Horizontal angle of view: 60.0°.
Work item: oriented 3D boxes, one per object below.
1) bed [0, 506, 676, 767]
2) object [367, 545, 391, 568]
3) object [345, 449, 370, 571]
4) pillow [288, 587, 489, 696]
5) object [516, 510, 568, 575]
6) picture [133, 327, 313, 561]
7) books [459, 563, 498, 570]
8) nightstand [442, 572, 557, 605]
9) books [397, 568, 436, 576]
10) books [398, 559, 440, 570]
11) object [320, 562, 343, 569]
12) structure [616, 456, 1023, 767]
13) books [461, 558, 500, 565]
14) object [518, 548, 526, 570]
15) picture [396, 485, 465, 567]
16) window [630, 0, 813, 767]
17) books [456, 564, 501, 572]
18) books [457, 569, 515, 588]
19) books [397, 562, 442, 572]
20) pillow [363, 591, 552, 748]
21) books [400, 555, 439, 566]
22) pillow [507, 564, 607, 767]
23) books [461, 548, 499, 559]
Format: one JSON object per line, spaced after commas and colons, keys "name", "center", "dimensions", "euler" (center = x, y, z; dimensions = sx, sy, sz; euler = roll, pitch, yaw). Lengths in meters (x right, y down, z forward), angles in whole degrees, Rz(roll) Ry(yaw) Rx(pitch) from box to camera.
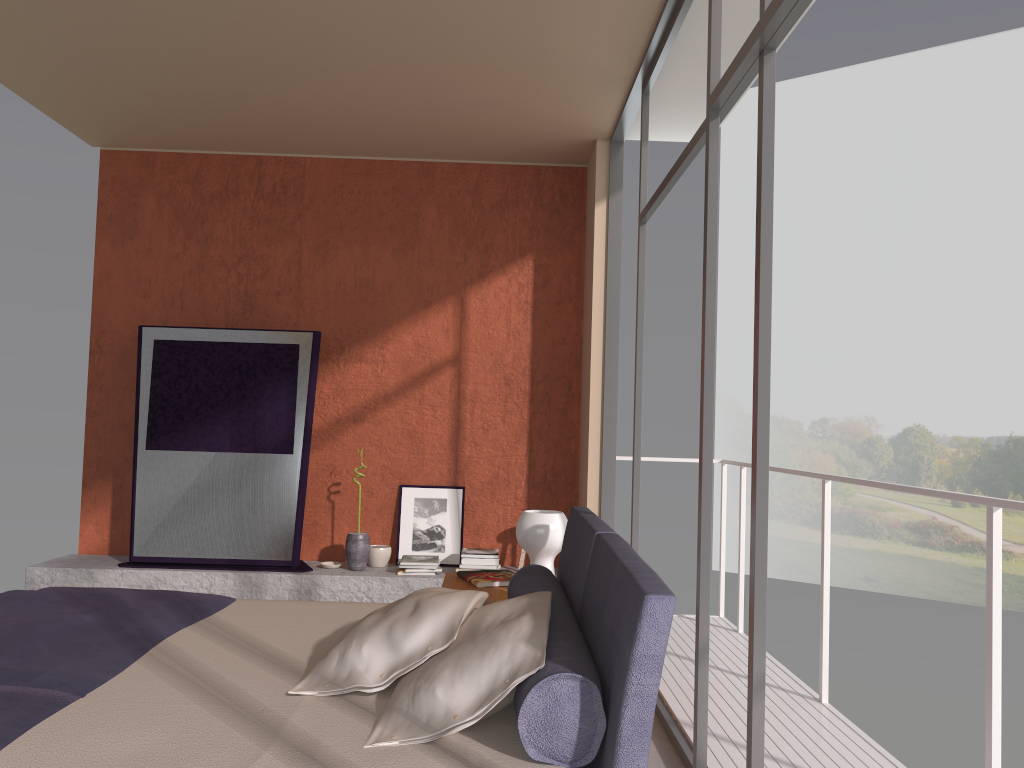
{"name": "bed", "center": [-0.941, 0.866, 2.511], "dimensions": [2.462, 0.959, 2.017], "euler": [2, -3, -1]}
{"name": "object", "center": [-0.918, 1.182, 6.075], "dimensions": [0.179, 0.137, 0.180], "euler": [1, -3, 12]}
{"name": "object", "center": [-1.020, 0.835, 5.920], "dimensions": [0.165, 0.810, 0.165], "euler": [1, -3, 22]}
{"name": "pillow", "center": [-0.290, 0.712, 2.603], "dimensions": [0.431, 0.264, 0.869], "euler": [1, -3, 7]}
{"name": "object", "center": [0.125, 0.697, 3.662], "dimensions": [0.224, 0.338, 0.224], "euler": [1, -3, 11]}
{"name": "picture", "center": [-1.914, 0.384, 5.833], "dimensions": [1.129, 1.496, 0.126], "euler": [2, -3, -1]}
{"name": "books", "center": [-0.214, 1.187, 5.877], "dimensions": [0.247, 0.027, 0.328], "euler": [2, -3, 1]}
{"name": "nightstand", "center": [-0.030, 1.151, 3.819], "dimensions": [0.562, 0.556, 0.628], "euler": [2, -3, -1]}
{"name": "books", "center": [-0.629, 1.238, 5.894], "dimensions": [0.247, 0.025, 0.287], "euler": [2, -3, -4]}
{"name": "books", "center": [-0.611, 1.193, 5.890], "dimensions": [0.247, 0.025, 0.287], "euler": [2, -3, 1]}
{"name": "object", "center": [-1.213, 1.224, 5.953], "dimensions": [0.152, 0.040, 0.152], "euler": [0, -3, 34]}
{"name": "structure", "center": [1.090, 0.797, 1.905], "dimensions": [0.728, 1.005, 7.689], "euler": [2, -3, -1]}
{"name": "books", "center": [-0.213, 1.155, 5.879], "dimensions": [0.247, 0.038, 0.319], "euler": [2, -3, -4]}
{"name": "object", "center": [0.198, 1.114, 6.029], "dimensions": [0.257, 0.349, 0.260], "euler": [4, -3, -32]}
{"name": "picture", "center": [-0.568, 0.989, 6.194], "dimensions": [0.458, 0.550, 0.117], "euler": [2, -3, -1]}
{"name": "window", "center": [0.724, -0.208, 1.752], "dimensions": [0.075, 3.133, 6.106], "euler": [2, -3, -1]}
{"name": "books", "center": [-0.218, 1.214, 5.857], "dimensions": [0.247, 0.025, 0.287], "euler": [1, -3, 10]}
{"name": "books", "center": [-0.086, 0.864, 3.944], "dimensions": [0.247, 0.025, 0.287], "euler": [3, -3, -20]}
{"name": "books", "center": [-0.616, 1.216, 5.904], "dimensions": [0.247, 0.018, 0.328], "euler": [3, -3, -16]}
{"name": "pillow", "center": [-0.099, 0.692, 2.249], "dimensions": [0.400, 0.265, 0.791], "euler": [2, -3, 2]}
{"name": "books", "center": [-0.612, 1.172, 5.896], "dimensions": [0.247, 0.018, 0.328], "euler": [2, -3, -4]}
{"name": "pillow", "center": [0.097, 0.721, 2.525], "dimensions": [0.205, 0.201, 1.470], "euler": [2, -3, -1]}
{"name": "books", "center": [-0.212, 1.124, 5.886], "dimensions": [0.247, 0.025, 0.287], "euler": [2, -3, -1]}
